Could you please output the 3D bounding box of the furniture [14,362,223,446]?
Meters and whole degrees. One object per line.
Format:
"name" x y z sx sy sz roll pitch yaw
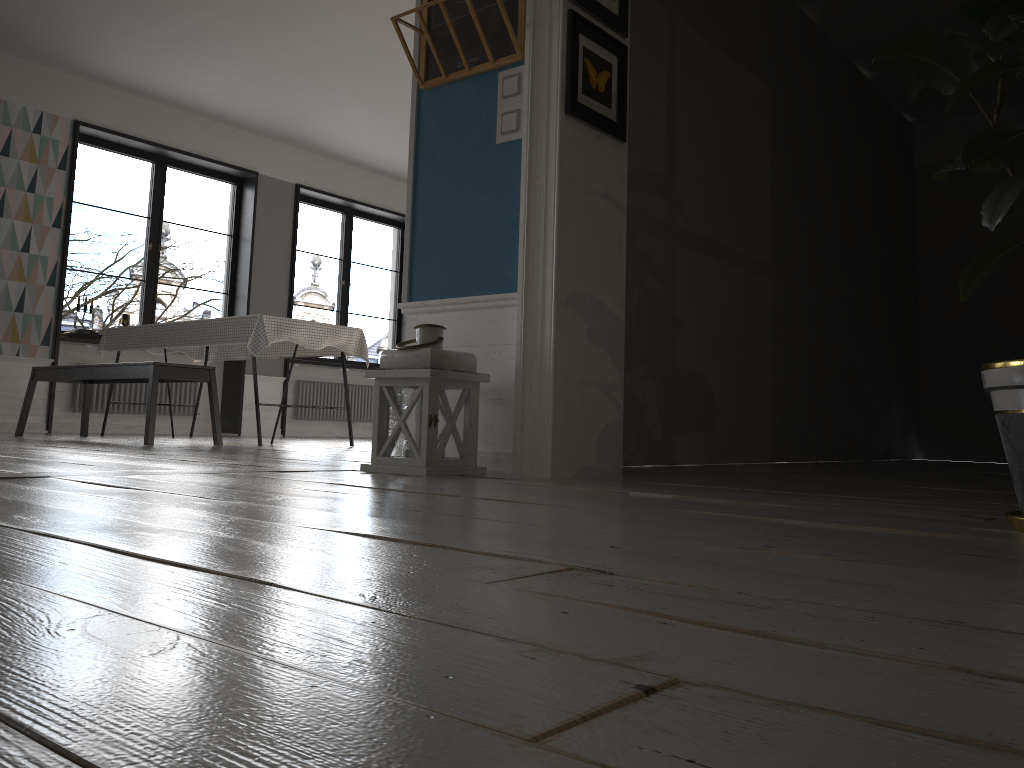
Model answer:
"furniture" -2.460 0.121 5.487 1.667 0.459 0.463 -1 -5 39

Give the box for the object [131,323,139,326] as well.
"object" -3.315 -0.446 7.972 0.153 0.193 0.266 -2 -6 39

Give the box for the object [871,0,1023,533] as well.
"object" 0.153 -0.730 0.302 1.009 1.807 3.877 -3 -6 38

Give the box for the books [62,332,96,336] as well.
"books" -3.678 -0.419 7.521 0.173 0.011 0.215 -1 -4 44

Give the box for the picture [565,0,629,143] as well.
"picture" 1.055 -1.255 2.467 1.942 0.758 0.357 -1 -6 39

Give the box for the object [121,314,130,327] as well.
"object" -3.461 -0.493 7.779 0.193 0.259 0.115 6 -8 -41

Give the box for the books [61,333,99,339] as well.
"books" -3.688 -0.405 7.515 0.183 0.019 0.270 0 -4 38

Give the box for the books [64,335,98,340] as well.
"books" -3.684 -0.390 7.507 0.161 0.011 0.266 -1 -4 42

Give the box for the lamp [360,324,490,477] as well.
"lamp" -0.273 0.045 2.851 0.286 0.481 0.285 -3 -7 38

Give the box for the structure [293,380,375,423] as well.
"structure" -1.926 0.205 9.866 0.148 0.431 1.217 -3 -6 37

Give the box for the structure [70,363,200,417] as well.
"structure" -3.392 0.066 8.055 0.148 0.431 1.217 -3 -6 37

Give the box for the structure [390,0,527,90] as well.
"structure" -0.190 -1.499 3.158 0.494 0.781 0.184 -3 -8 39

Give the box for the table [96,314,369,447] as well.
"table" -1.986 0.002 6.135 2.022 0.790 0.927 -1 -5 38

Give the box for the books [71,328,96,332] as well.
"books" -3.652 -0.454 7.539 0.123 0.017 0.153 -1 -4 40

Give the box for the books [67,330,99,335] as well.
"books" -3.658 -0.434 7.536 0.162 0.022 0.197 -1 -4 40
